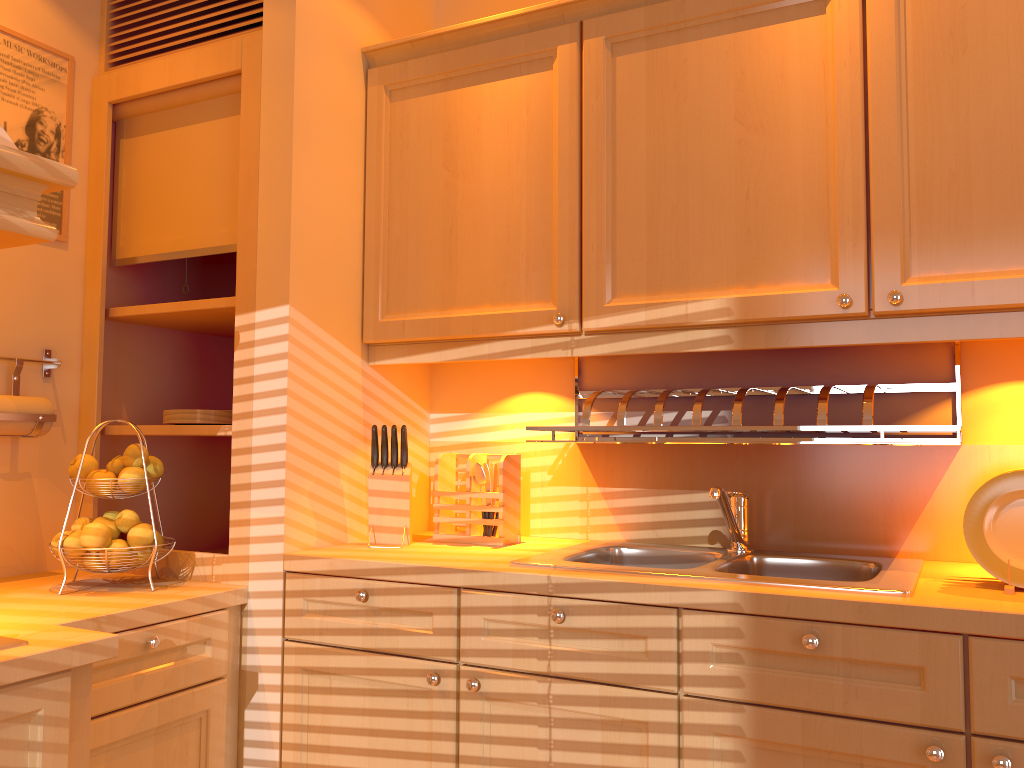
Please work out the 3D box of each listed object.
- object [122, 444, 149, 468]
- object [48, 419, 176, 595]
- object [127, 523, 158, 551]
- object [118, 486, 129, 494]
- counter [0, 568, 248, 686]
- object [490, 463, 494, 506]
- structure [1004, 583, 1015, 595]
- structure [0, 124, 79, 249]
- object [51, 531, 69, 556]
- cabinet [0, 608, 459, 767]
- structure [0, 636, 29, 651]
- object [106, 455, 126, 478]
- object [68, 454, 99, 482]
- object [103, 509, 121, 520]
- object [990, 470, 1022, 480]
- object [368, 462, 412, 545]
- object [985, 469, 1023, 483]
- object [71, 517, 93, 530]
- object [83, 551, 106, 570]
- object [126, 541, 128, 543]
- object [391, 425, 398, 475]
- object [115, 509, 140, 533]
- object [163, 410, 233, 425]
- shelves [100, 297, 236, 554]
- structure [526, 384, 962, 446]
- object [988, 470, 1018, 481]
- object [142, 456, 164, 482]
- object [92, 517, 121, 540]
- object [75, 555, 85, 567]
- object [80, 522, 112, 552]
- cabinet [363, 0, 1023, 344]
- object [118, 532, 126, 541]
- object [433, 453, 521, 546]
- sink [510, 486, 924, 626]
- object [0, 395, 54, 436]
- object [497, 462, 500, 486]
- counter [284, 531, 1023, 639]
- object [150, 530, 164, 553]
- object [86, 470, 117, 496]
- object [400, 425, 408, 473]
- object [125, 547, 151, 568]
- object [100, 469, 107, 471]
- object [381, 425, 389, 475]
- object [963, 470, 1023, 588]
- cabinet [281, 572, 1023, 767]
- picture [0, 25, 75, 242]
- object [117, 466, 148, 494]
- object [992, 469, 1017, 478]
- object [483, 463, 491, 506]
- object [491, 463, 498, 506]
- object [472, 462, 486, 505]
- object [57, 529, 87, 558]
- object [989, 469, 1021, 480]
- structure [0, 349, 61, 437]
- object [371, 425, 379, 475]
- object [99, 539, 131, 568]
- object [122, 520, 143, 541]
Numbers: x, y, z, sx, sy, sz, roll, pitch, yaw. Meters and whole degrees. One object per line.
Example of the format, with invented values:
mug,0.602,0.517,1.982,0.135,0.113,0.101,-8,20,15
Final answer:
object,-0.853,0.164,2.011,0.055,0.059,0.058,1,-4,-17
object,-0.901,0.269,2.012,0.265,0.376,0.265,1,-4,-14
object,-0.815,0.338,1.957,0.064,0.060,0.063,-3,-5,42
object,-0.880,0.225,2.051,0.058,0.059,0.058,3,-4,-31
counter,-1.303,0.414,1.111,0.770,0.038,2.250,-2,-4,27
object,-0.054,0.295,2.209,0.018,0.196,0.023,-2,-4,32
structure,0.921,0.354,1.568,0.084,0.010,0.219,-2,-4,30
structure,0.395,-0.735,1.250,4.091,1.148,1.061,0,-4,1
object,-0.994,0.356,1.974,0.056,0.057,0.053,0,-4,4
cabinet,-1.003,0.866,1.264,1.141,0.840,2.850,-2,-4,27
structure,-1.178,0.379,1.190,0.494,0.051,0.797,-2,-4,27
object,-0.900,0.189,2.028,0.050,0.051,0.051,3,-5,-38
object,-0.966,0.190,2.001,0.063,0.064,0.061,-2,-5,36
object,-0.901,0.308,2.010,0.051,0.048,0.050,2,-4,-29
object,0.908,0.252,1.556,0.205,0.200,0.049,-2,-4,29
object,-0.296,0.291,2.166,0.100,0.200,0.070,0,-4,1
object,0.936,0.255,1.604,0.205,0.200,0.049,-2,-4,29
object,-0.955,0.326,1.981,0.055,0.058,0.056,2,-4,-27
object,-0.918,0.384,1.958,0.052,0.056,0.057,1,-4,-10
object,-0.901,0.385,2.077,0.058,0.054,0.059,0,-4,6
object,-0.288,0.232,2.156,0.019,0.265,0.038,0,-4,10
object,-0.854,0.304,1.967,0.050,0.052,0.049,-2,-5,35
object,-0.793,0.091,2.318,0.222,0.039,0.222,-3,-5,44
shelves,-0.722,0.160,2.445,0.600,0.702,0.582,-2,-4,27
structure,0.500,0.071,1.982,0.900,0.126,0.300,-2,-4,27
object,0.922,0.253,1.580,0.205,0.200,0.049,-2,-4,29
object,-0.835,0.196,2.047,0.058,0.060,0.057,4,-5,-41
object,-0.898,0.324,1.956,0.063,0.061,0.063,0,-4,1
object,-0.957,0.390,1.994,0.046,0.043,0.047,1,-4,-13
object,-0.891,0.328,1.900,0.056,0.063,0.065,0,-4,3
cabinet,0.496,-0.471,2.003,1.792,0.712,0.332,-2,-4,27
object,-0.916,0.345,2.052,0.058,0.055,0.059,-2,-5,35
object,-0.088,0.286,2.237,0.200,0.221,0.103,-2,-4,27
sink,0.428,0.379,1.826,0.746,0.336,0.465,-2,-4,27
object,-1.175,0.073,2.057,0.096,0.094,0.186,-2,-4,28
object,-0.043,0.293,2.224,0.042,0.192,0.040,1,-4,-13
counter,0.429,0.392,1.827,1.800,0.038,0.600,-2,-4,27
object,-0.845,0.369,2.072,0.059,0.059,0.058,2,-4,-19
object,-0.918,0.221,1.983,0.064,0.058,0.063,1,-4,-7
object,-0.265,0.232,2.155,0.019,0.265,0.037,0,-4,10
object,-0.845,0.382,1.996,0.063,0.061,0.064,0,-4,5
object,-0.940,0.224,2.038,0.057,0.056,0.051,1,-4,-13
object,-0.312,0.232,2.156,0.019,0.265,0.038,0,-4,10
object,0.894,0.250,1.531,0.205,0.200,0.049,-2,-4,29
cabinet,0.957,0.466,1.537,3.000,1.700,0.625,-2,-4,27
picture,-1.231,-0.622,2.142,0.007,0.491,0.366,-2,-4,27
object,-0.853,0.215,1.995,0.063,0.063,0.064,-3,-5,44
object,0.964,0.258,1.652,0.205,0.200,0.049,-2,-4,29
object,-0.059,0.293,2.188,0.020,0.196,0.017,3,-5,-37
object,-0.047,0.293,2.188,0.022,0.196,0.018,-2,-4,32
object,-0.075,0.290,2.187,0.042,0.192,0.040,1,-4,-12
object,-0.951,0.346,1.924,0.063,0.063,0.063,-3,-5,39
object,0.950,0.257,1.628,0.205,0.200,0.049,-2,-4,29
structure,-1.186,0.012,2.067,0.126,0.220,0.320,-2,-4,27
object,-0.334,0.232,2.156,0.019,0.265,0.037,1,-4,-9
object,-0.865,0.369,1.933,0.064,0.062,0.064,-1,-4,14
object,-0.860,0.339,2.028,0.057,0.059,0.058,1,-4,-9
